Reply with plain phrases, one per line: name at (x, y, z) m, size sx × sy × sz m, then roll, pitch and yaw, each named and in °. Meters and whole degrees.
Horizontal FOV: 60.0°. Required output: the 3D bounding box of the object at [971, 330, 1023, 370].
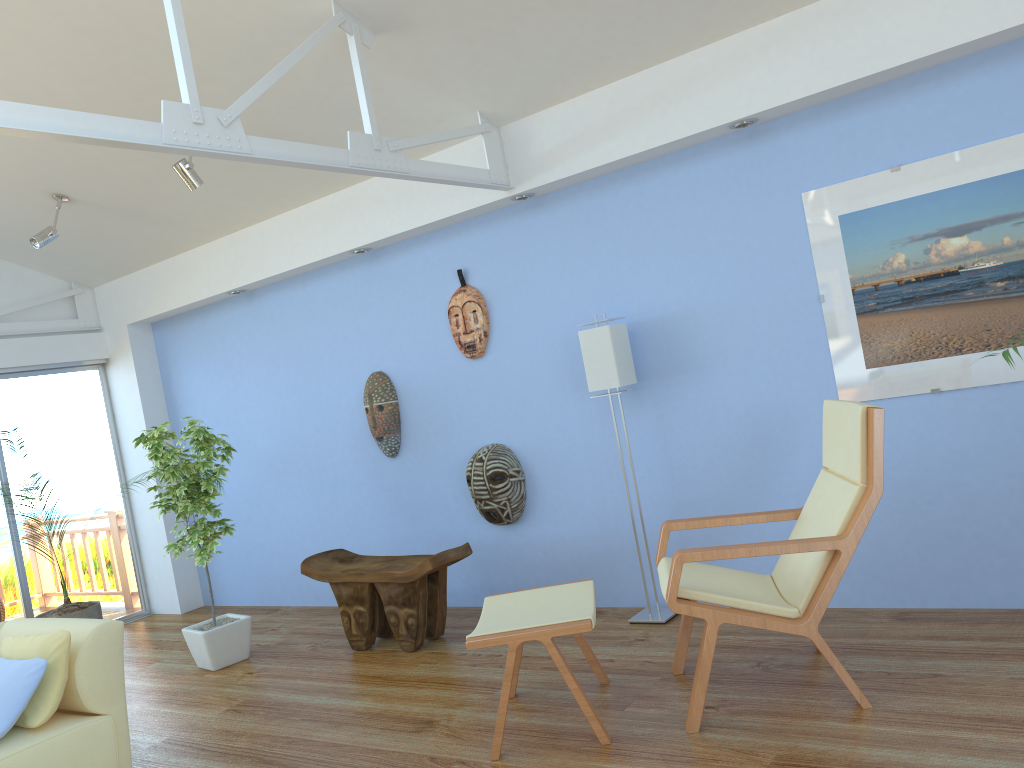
object at (2.175, 0.030, 1.900) m, size 1.563 × 1.695 × 1.706 m, roll -11°, pitch 0°, yaw -33°

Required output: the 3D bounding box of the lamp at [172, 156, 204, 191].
lamp at (-1.663, -1.175, 4.578) m, size 0.195 × 0.351 × 0.127 m, roll -11°, pitch 0°, yaw -37°

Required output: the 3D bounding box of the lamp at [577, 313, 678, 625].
lamp at (0.567, 0.401, 4.347) m, size 0.200 × 1.520 × 0.200 m, roll -10°, pitch 0°, yaw 36°

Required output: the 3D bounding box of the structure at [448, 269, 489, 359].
structure at (-0.260, -0.391, 4.983) m, size 0.264 × 0.508 × 0.063 m, roll -10°, pitch 0°, yaw 36°

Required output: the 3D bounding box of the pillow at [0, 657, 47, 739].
pillow at (-1.962, 1.167, 3.291) m, size 0.566 × 0.244 × 0.272 m, roll -10°, pitch 0°, yaw 38°

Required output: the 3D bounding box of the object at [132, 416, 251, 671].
object at (-1.732, 0.880, 4.980) m, size 0.495 × 1.409 × 0.699 m, roll -11°, pitch 0°, yaw -11°

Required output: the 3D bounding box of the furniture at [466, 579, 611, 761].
furniture at (0.121, 1.046, 3.344) m, size 0.449 × 0.427 × 0.619 m, roll -10°, pitch 0°, yaw 6°

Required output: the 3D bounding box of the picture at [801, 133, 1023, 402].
picture at (1.917, -0.475, 3.464) m, size 1.419 × 0.937 × 0.005 m, roll -10°, pitch 0°, yaw 36°

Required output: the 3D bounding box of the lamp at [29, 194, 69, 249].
lamp at (-2.803, -0.981, 5.375) m, size 0.254 × 0.327 × 0.118 m, roll -11°, pitch 0°, yaw -37°

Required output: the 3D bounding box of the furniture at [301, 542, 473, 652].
furniture at (-0.657, 1.140, 4.748) m, size 1.100 × 0.507 × 0.329 m, roll -10°, pitch 0°, yaw 36°

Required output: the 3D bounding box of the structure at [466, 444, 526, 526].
structure at (-0.120, 0.578, 4.942) m, size 0.359 × 0.466 × 0.185 m, roll -10°, pitch 0°, yaw 36°

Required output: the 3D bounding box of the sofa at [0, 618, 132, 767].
sofa at (-2.498, 1.389, 2.731) m, size 0.950 × 0.597 × 2.448 m, roll -10°, pitch 0°, yaw 36°

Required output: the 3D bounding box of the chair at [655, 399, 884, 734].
chair at (0.951, 0.612, 3.252) m, size 0.859 × 0.982 × 0.632 m, roll -10°, pitch 0°, yaw 6°

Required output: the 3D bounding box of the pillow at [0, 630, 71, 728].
pillow at (-1.888, 1.115, 3.385) m, size 0.559 × 0.311 × 0.201 m, roll -10°, pitch 0°, yaw 36°

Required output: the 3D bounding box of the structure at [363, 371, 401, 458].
structure at (-0.814, 0.196, 5.423) m, size 0.254 × 0.541 × 0.115 m, roll -10°, pitch 0°, yaw 36°

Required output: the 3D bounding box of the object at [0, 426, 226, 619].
object at (-2.765, 0.922, 5.551) m, size 1.563 × 1.695 × 1.706 m, roll -10°, pitch 0°, yaw 27°
